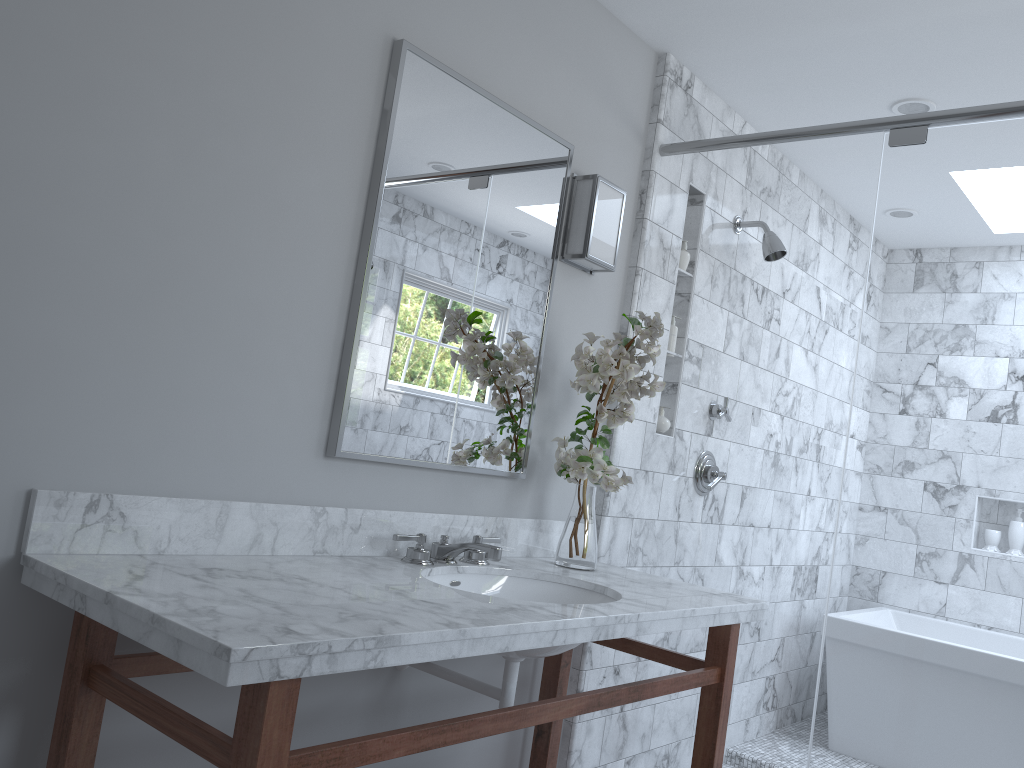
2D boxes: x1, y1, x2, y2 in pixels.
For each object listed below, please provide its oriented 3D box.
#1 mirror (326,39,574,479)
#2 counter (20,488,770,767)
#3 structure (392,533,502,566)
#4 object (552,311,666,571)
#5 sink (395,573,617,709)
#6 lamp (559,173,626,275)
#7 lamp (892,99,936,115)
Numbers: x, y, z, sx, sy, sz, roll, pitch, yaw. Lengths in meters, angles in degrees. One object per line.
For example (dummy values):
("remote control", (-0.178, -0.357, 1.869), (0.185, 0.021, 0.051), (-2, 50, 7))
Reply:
("mirror", (-0.118, -0.266, 2.289), (0.030, 0.977, 0.694), (5, -6, 40))
("counter", (-0.131, 0.811, 1.908), (0.638, 0.983, 1.657), (5, -6, 40))
("structure", (-0.156, 0.406, 2.188), (0.256, 0.069, 0.295), (9, -4, -1))
("object", (0.260, 0.164, 2.425), (0.225, 0.706, 0.374), (10, -5, -19))
("sink", (-0.015, 0.604, 2.015), (0.517, 0.270, 0.494), (9, -4, -1))
("lamp", (0.248, -0.478, 2.657), (0.091, 0.266, 0.175), (5, -6, 40))
("lamp", (2.178, -0.847, 3.141), (1.976, 0.050, 1.289), (5, -6, 40))
